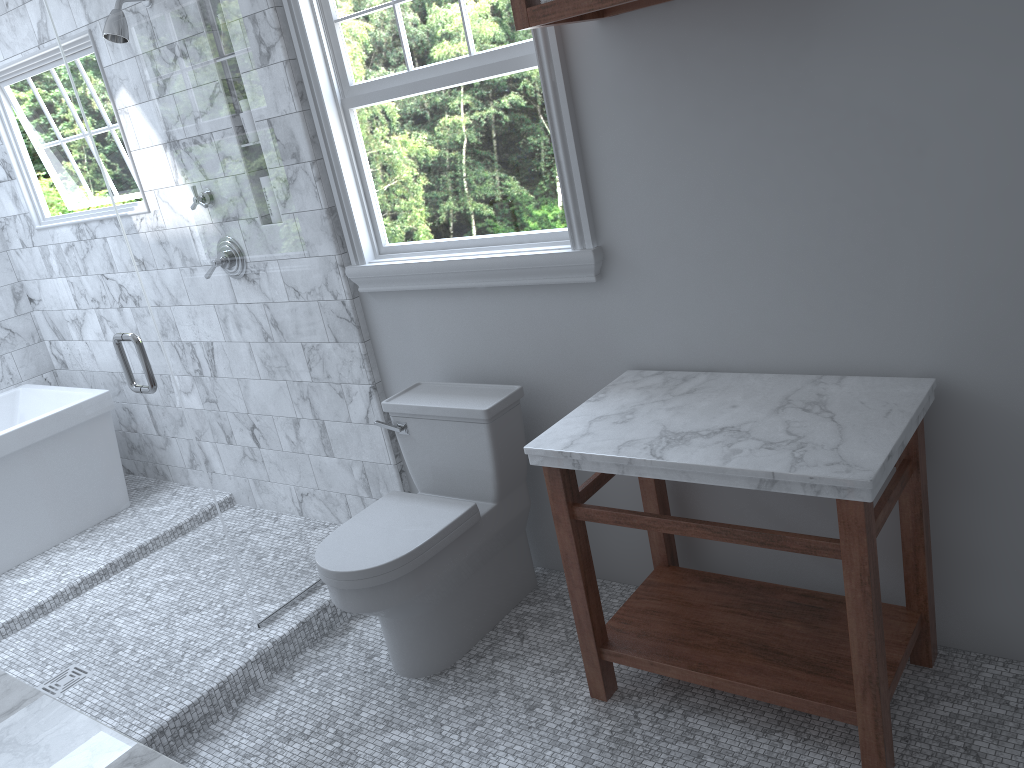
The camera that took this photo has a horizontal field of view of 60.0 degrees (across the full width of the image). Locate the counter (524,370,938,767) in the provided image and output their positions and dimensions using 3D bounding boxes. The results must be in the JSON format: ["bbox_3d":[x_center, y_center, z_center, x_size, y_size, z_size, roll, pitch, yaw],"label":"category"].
[{"bbox_3d":[0.590,0.448,2.254,0.828,0.810,0.539,2,23,38],"label":"counter"}]

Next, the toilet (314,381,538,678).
[{"bbox_3d":[-0.293,0.467,2.742,0.490,0.727,0.722,2,23,38],"label":"toilet"}]

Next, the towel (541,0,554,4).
[{"bbox_3d":[0.233,-0.918,1.950,0.305,0.112,0.283,3,23,38],"label":"towel"}]

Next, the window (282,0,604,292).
[{"bbox_3d":[-0.242,-0.904,2.651,1.040,1.248,0.149,2,23,38],"label":"window"}]

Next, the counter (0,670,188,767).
[{"bbox_3d":[-0.897,0.940,1.298,1.657,0.983,0.638,2,23,38],"label":"counter"}]

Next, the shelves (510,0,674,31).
[{"bbox_3d":[0.311,-1.109,1.833,0.647,0.566,0.357,2,23,38],"label":"shelves"}]
